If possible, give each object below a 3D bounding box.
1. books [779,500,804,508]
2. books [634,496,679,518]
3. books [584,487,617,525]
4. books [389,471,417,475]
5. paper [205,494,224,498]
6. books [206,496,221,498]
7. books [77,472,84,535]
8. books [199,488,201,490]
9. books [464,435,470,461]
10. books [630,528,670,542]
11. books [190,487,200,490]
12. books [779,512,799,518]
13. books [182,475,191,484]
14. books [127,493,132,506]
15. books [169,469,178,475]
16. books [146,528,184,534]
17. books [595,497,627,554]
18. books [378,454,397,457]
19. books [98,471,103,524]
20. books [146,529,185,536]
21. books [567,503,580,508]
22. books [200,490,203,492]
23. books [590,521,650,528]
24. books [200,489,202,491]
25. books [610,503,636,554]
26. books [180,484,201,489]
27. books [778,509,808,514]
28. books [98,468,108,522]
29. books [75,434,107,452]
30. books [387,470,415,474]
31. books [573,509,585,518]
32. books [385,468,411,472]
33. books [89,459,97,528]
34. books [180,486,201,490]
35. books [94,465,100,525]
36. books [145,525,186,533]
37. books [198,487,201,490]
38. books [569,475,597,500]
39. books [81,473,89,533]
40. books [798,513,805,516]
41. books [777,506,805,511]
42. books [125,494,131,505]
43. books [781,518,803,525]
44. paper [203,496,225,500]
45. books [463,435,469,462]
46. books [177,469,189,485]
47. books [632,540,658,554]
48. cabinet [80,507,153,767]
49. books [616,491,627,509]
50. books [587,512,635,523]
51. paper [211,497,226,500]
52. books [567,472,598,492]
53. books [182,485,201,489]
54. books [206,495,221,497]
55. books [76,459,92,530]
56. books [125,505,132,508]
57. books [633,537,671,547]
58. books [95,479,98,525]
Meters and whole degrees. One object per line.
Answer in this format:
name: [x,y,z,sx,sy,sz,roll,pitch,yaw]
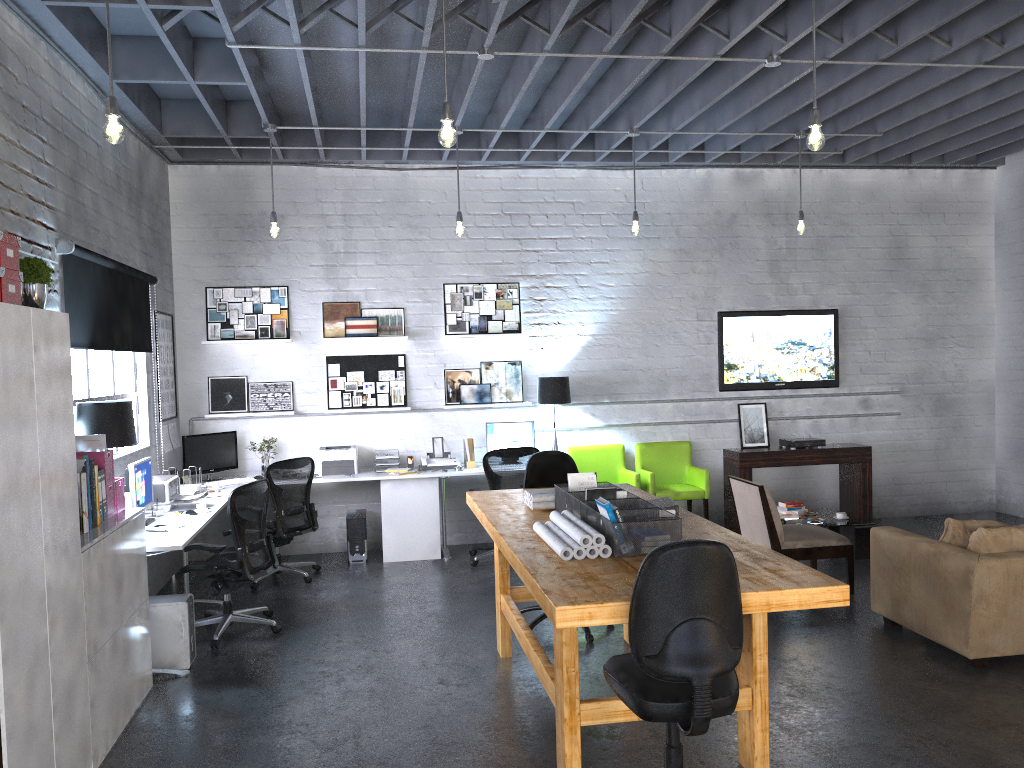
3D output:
books: [2.545,1.097,8.090,0.185,0.041,0.128,-2,2,-15]
books: [0.772,0.679,4.893,0.244,0.067,0.298,-2,2,0]
books: [0.446,0.625,4.464,0.158,0.214,0.063,-2,3,-9]
books: [-0.994,0.808,8.068,0.211,0.014,0.148,-3,2,-45]
paper: [-2.357,0.884,6.996,0.159,0.001,0.115,-2,2,-26]
books: [-2.318,0.878,6.889,0.112,0.001,0.066,-2,2,-22]
books: [-2.129,0.571,4.197,0.170,0.293,0.057,-2,3,-9]
books: [-2.689,0.863,7.190,0.297,0.006,0.210,-2,2,-9]
books: [-0.425,0.637,8.446,0.043,0.296,0.210,-2,2,-9]
books: [0.619,0.679,3.997,0.127,0.022,0.181,-2,2,-14]
books: [-2.689,0.847,7.185,0.297,0.006,0.210,-2,2,-9]
books: [2.383,1.152,7.786,0.223,0.027,0.161,-2,2,0]
books: [-2.754,0.815,7.502,0.037,0.076,0.102,-1,2,6]
books: [-2.449,0.804,5.497,0.173,0.243,0.026,-2,3,-9]
books: [-2.847,0.778,7.515,0.052,0.109,0.133,-1,2,6]
books: [-2.159,0.904,5.468,0.209,0.012,0.158,-1,2,14]
books: [0.444,0.629,3.960,0.108,0.234,0.166,-2,2,-9]
books: [-1.178,0.673,8.353,0.134,0.008,0.203,-2,2,-26]
books: [-2.203,0.580,4.504,0.219,0.267,0.060,-2,3,-4]
books: [-2.155,0.915,5.467,0.213,0.012,0.158,-1,2,16]
books: [0.428,0.672,4.856,0.233,0.022,0.184,-2,2,-11]
books: [-2.682,0.883,7.189,0.297,0.006,0.210,-2,2,-8]
books: [0.521,0.670,4.301,0.250,0.022,0.205,-2,2,-4]
books: [-2.690,0.878,7.187,0.297,0.006,0.210,-2,2,-10]
books: [0.479,0.640,3.952,0.097,0.209,0.157,-2,2,-9]
books: [-2.690,0.831,7.189,0.297,0.006,0.210,-2,2,-9]
books: [2.557,1.154,8.099,0.161,0.026,0.223,-3,2,-40]
books: [-2.213,0.576,4.563,0.220,0.271,0.082,-2,3,-9]
books: [-2.234,0.399,4.669,0.192,0.267,0.060,-2,3,-9]
books: [-1.008,0.795,8.053,0.211,0.014,0.148,-3,2,-35]
books: [0.459,0.675,4.636,0.248,0.021,0.176,-2,2,-10]
books: [-1.034,0.781,8.045,0.211,0.014,0.148,-1,2,6]
books: [-2.167,0.544,4.381,0.197,0.339,0.065,-2,3,-9]
books: [-2.688,0.842,7.185,0.297,0.006,0.210,-2,2,-7]
books: [-2.164,0.562,4.457,0.159,0.299,0.026,-2,3,-9]
books: [-2.155,0.893,5.472,0.212,0.010,0.170,-1,2,17]
books: [-2.689,0.857,7.190,0.297,0.006,0.210,-2,2,-9]
books: [0.407,0.618,5.003,0.158,0.200,0.082,-2,2,-9]
books: [-2.134,0.574,4.248,0.174,0.286,0.044,-2,3,-9]
books: [2.531,1.182,8.100,0.223,0.032,0.161,-3,2,-29]
books: [2.546,1.129,8.100,0.208,0.024,0.144,-2,2,-24]
books: [-2.449,0.805,5.493,0.172,0.243,0.026,-2,3,-9]
books: [2.395,1.189,7.767,0.174,0.045,0.240,-2,2,-20]
paper: [-2.310,0.886,6.878,0.159,0.001,0.115,-2,2,-21]
books: [-0.433,0.638,8.440,0.036,0.296,0.210,-2,2,-9]
books: [-2.777,0.785,7.494,0.017,0.121,0.183,-1,2,6]
books: [0.621,0.725,4.004,0.155,0.029,0.225,-2,2,-9]
cabinet: [-2.192,1.227,4.422,0.465,1.022,1.151,-2,2,-9]
books: [0.509,0.635,4.506,0.143,0.188,0.061,-2,3,-9]
books: [0.511,0.646,4.295,0.232,0.027,0.184,-3,2,-37]
paper: [-2.304,0.886,6.873,0.159,0.001,0.115,-2,2,-22]
books: [0.404,0.611,5.034,0.171,0.211,0.046,-2,3,-9]
books: [-2.689,0.837,7.184,0.297,0.006,0.210,-2,2,-10]
books: [-2.343,0.883,6.965,0.112,0.002,0.065,-3,2,-32]
books: [-2.153,0.542,4.322,0.176,0.346,0.052,-2,3,-9]
books: [-2.417,0.837,5.475,0.134,0.176,0.020,-2,3,-9]
books: [0.623,0.700,4.004,0.141,0.021,0.203,-2,2,-8]
books: [-2.163,0.579,4.431,0.161,0.266,0.026,-2,3,-9]
